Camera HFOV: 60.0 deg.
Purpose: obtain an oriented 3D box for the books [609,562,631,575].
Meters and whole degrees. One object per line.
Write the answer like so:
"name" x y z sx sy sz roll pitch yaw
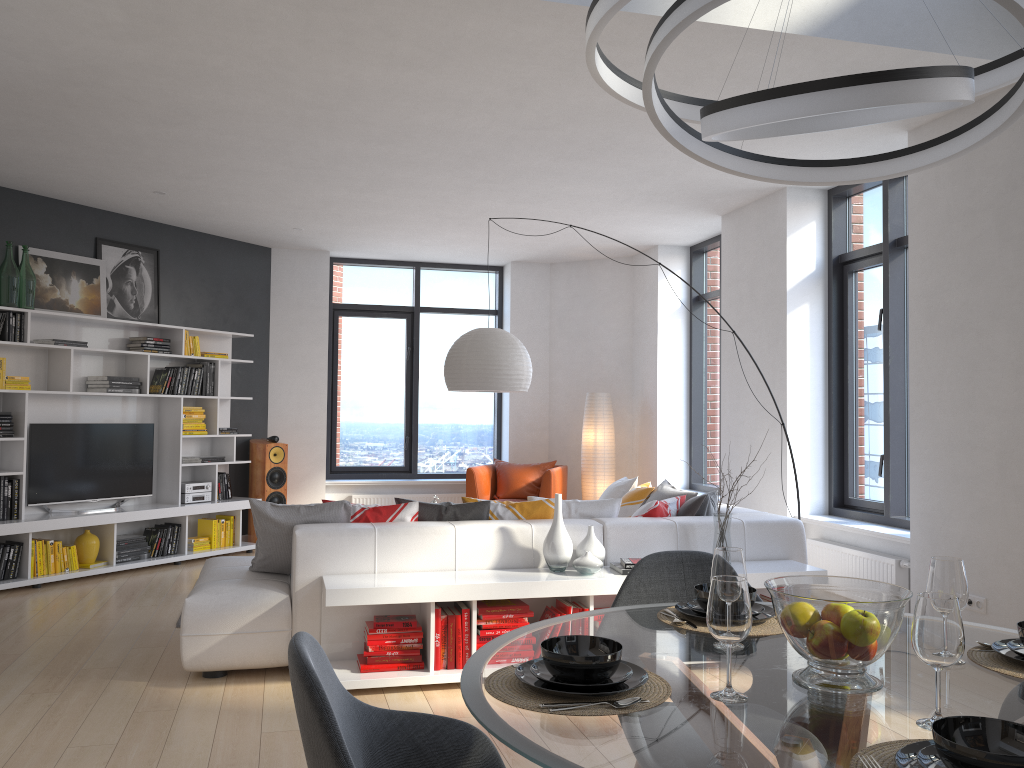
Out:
"books" 0.685 0.959 4.621 0.300 0.026 0.245 1 -2 -9

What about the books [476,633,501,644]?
"books" -0.062 1.244 4.428 0.279 0.039 0.206 1 -2 -13

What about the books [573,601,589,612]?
"books" 0.349 1.250 4.487 0.028 0.269 0.181 1 -2 -15

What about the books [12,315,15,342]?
"books" -3.739 -0.405 6.578 0.147 0.200 0.021 -1 -2 31

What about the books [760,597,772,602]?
"books" 1.387 1.281 4.769 0.119 0.249 0.187 1 -2 -14

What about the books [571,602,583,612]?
"books" 0.318 1.253 4.495 0.028 0.266 0.188 1 -2 -14

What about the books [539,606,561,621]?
"books" 0.151 1.257 4.451 0.144 0.247 0.188 1 -2 -14

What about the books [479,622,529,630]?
"books" -0.050 1.185 4.412 0.236 0.023 0.178 1 -2 -14

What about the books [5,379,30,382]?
"books" -3.717 -0.022 6.606 0.134 0.014 0.187 -1 -2 31

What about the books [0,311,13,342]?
"books" -3.756 -0.420 6.560 0.176 0.232 0.025 -1 -2 31

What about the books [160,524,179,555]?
"books" -2.981 1.343 7.668 0.191 0.249 0.084 -1 -2 31

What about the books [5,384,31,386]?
"books" -3.721 0.007 6.606 0.148 0.011 0.196 -1 -2 31

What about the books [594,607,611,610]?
"books" 0.531 1.201 4.608 0.301 0.032 0.227 1 -2 -14

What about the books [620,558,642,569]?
"books" 0.691 0.932 4.598 0.238 0.027 0.188 1 -2 -1

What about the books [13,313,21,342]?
"books" -3.725 -0.412 6.604 0.169 0.218 0.038 -1 -2 31

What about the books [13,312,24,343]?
"books" -3.705 -0.418 6.625 0.174 0.230 0.019 -1 -2 31

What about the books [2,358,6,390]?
"books" -3.784 -0.074 6.520 0.172 0.234 0.024 -1 -2 31

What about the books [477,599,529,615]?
"books" -0.069 1.107 4.420 0.259 0.034 0.206 1 -2 -17

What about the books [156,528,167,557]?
"books" -3.032 1.347 7.556 0.169 0.233 0.081 -1 -2 30

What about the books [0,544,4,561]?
"books" -3.752 1.282 6.385 0.197 0.260 0.066 -1 -2 31

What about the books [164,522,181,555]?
"books" -2.964 1.340 7.698 0.197 0.260 0.066 -1 -2 31

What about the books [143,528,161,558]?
"books" -3.073 1.344 7.505 0.182 0.234 0.104 -1 -2 31

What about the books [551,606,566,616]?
"books" 0.193 1.258 4.455 0.115 0.245 0.192 1 -2 -14

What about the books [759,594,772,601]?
"books" 1.418 1.279 4.781 0.116 0.255 0.198 1 -2 -14

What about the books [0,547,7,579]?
"books" -3.716 1.293 6.389 0.172 0.242 0.069 -1 -3 31

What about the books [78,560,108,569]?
"books" -3.378 1.424 7.014 0.270 0.029 0.204 0 -2 16

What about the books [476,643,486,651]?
"books" -0.057 1.280 4.427 0.301 0.032 0.227 1 -2 -14

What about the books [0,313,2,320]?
"books" -3.813 -0.415 6.475 0.171 0.214 0.087 -1 -2 31

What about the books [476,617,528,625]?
"books" -0.070 1.162 4.416 0.257 0.025 0.182 1 -2 -14

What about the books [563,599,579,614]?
"books" 0.287 1.249 4.496 0.038 0.270 0.215 1 -2 -14

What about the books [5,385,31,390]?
"books" -3.718 0.030 6.602 0.147 0.033 0.190 -1 -2 31

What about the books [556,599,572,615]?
"books" 0.254 1.243 4.471 0.046 0.282 0.199 1 -2 -14

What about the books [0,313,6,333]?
"books" -3.787 -0.414 6.494 0.154 0.212 0.074 -1 -2 30

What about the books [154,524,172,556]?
"books" -3.015 1.339 7.613 0.192 0.254 0.075 -1 -2 30

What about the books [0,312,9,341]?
"books" -3.764 -0.415 6.536 0.156 0.221 0.021 -1 -2 31

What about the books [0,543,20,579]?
"books" -3.692 1.291 6.478 0.191 0.249 0.084 -1 -2 31

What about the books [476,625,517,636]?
"books" -0.060 1.211 4.413 0.261 0.027 0.191 1 -2 -19

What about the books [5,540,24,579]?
"books" -3.675 1.287 6.508 0.197 0.260 0.066 -1 -2 31

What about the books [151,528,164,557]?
"books" -3.060 1.346 7.537 0.187 0.234 0.096 -1 -2 31

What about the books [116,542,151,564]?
"books" -3.215 1.383 7.323 0.277 0.137 0.343 0 -2 26

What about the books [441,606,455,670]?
"books" -0.317 1.243 4.351 0.034 0.259 0.207 1 -2 -14

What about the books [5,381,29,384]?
"books" -3.707 -0.007 6.592 0.113 0.018 0.169 -1 -3 32

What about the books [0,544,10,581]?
"books" -3.726 1.286 6.423 0.192 0.254 0.075 -1 -2 30

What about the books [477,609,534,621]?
"books" -0.049 1.137 4.415 0.266 0.026 0.187 1 -2 -20

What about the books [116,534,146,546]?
"books" -3.236 1.291 7.332 0.250 0.047 0.310 0 -2 26

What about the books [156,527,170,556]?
"books" -3.004 1.345 7.580 0.172 0.242 0.069 -1 -3 31

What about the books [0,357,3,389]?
"books" -3.794 -0.075 6.496 0.172 0.234 0.024 -1 -2 31

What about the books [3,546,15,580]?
"books" -3.701 1.292 6.439 0.179 0.243 0.071 -1 -2 29

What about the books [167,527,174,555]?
"books" -2.996 1.347 7.633 0.179 0.243 0.068 -1 -2 29

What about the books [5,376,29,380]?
"books" -3.729 -0.042 6.610 0.138 0.026 0.186 -1 -2 30
